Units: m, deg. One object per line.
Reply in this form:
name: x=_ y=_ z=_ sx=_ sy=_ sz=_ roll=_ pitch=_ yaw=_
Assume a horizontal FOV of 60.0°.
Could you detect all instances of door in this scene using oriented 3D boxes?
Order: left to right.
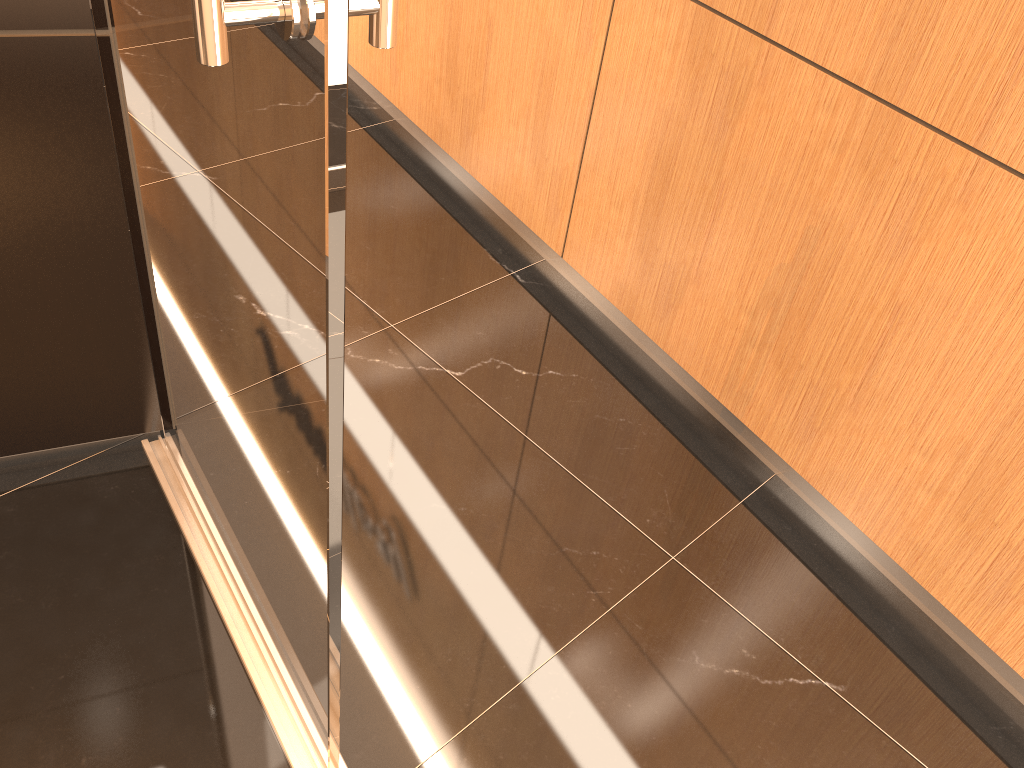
door: x=0.150 y=-0.342 z=0.230 sx=0.098 sy=3.285 sz=2.473 roll=-18 pitch=48 yaw=-29
